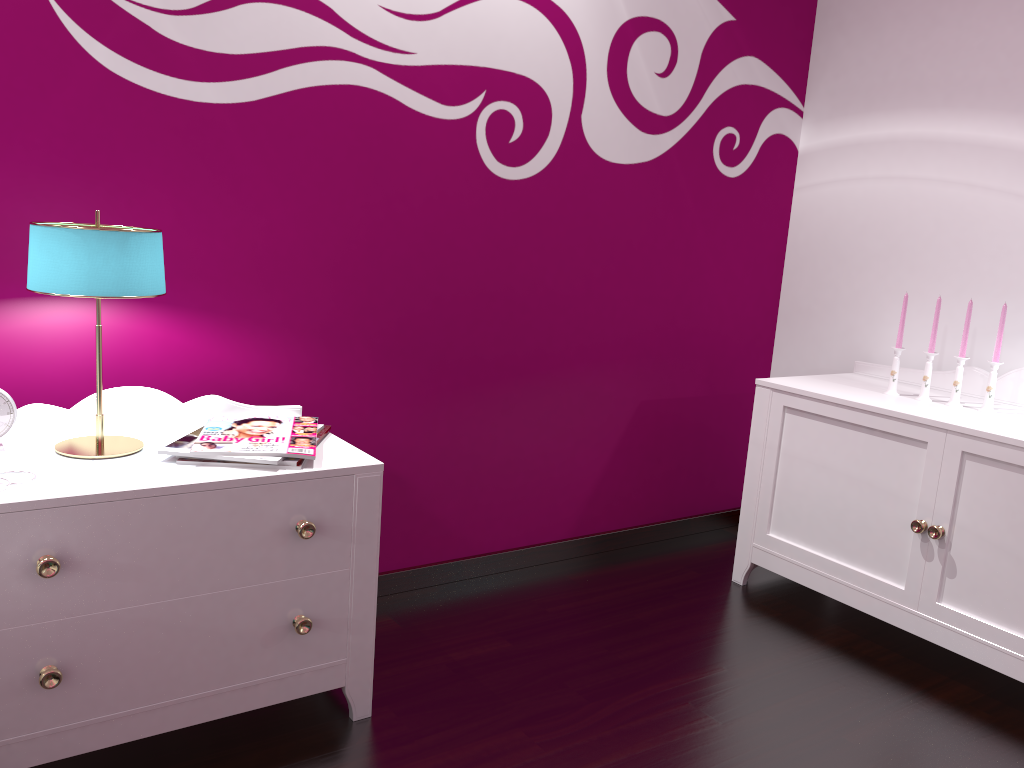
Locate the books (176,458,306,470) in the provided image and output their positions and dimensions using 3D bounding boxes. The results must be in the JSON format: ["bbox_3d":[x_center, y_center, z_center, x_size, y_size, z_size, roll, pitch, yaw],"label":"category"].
[{"bbox_3d":[-0.507,0.120,1.752,0.220,0.007,0.300,3,10,-6],"label":"books"}]

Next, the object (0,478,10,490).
[{"bbox_3d":[-0.832,0.160,1.398,0.073,0.006,0.073,7,11,17],"label":"object"}]

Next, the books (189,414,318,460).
[{"bbox_3d":[-0.498,0.102,1.752,0.221,0.012,0.300,2,10,-12],"label":"books"}]

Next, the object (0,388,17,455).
[{"bbox_3d":[-0.931,0.056,1.560,0.106,0.140,0.033,-2,12,-32],"label":"object"}]

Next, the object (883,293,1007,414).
[{"bbox_3d":[1.141,-0.089,2.331,0.285,0.284,0.043,14,14,42],"label":"object"}]

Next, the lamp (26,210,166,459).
[{"bbox_3d":[-0.753,-0.094,1.617,0.229,0.438,0.229,6,10,9],"label":"lamp"}]

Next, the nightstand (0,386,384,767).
[{"bbox_3d":[-0.680,0.349,1.690,0.742,0.616,0.455,-3,13,-35],"label":"nightstand"}]

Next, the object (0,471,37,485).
[{"bbox_3d":[-0.818,0.153,1.450,0.073,0.003,0.073,7,11,17],"label":"object"}]

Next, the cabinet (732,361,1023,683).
[{"bbox_3d":[1.194,0.325,2.260,0.506,0.734,1.142,-3,13,-35],"label":"cabinet"}]

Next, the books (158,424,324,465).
[{"bbox_3d":[-0.519,0.106,1.743,0.220,0.007,0.300,5,10,3],"label":"books"}]

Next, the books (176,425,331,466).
[{"bbox_3d":[-0.501,0.112,1.761,0.220,0.007,0.300,4,10,0],"label":"books"}]
